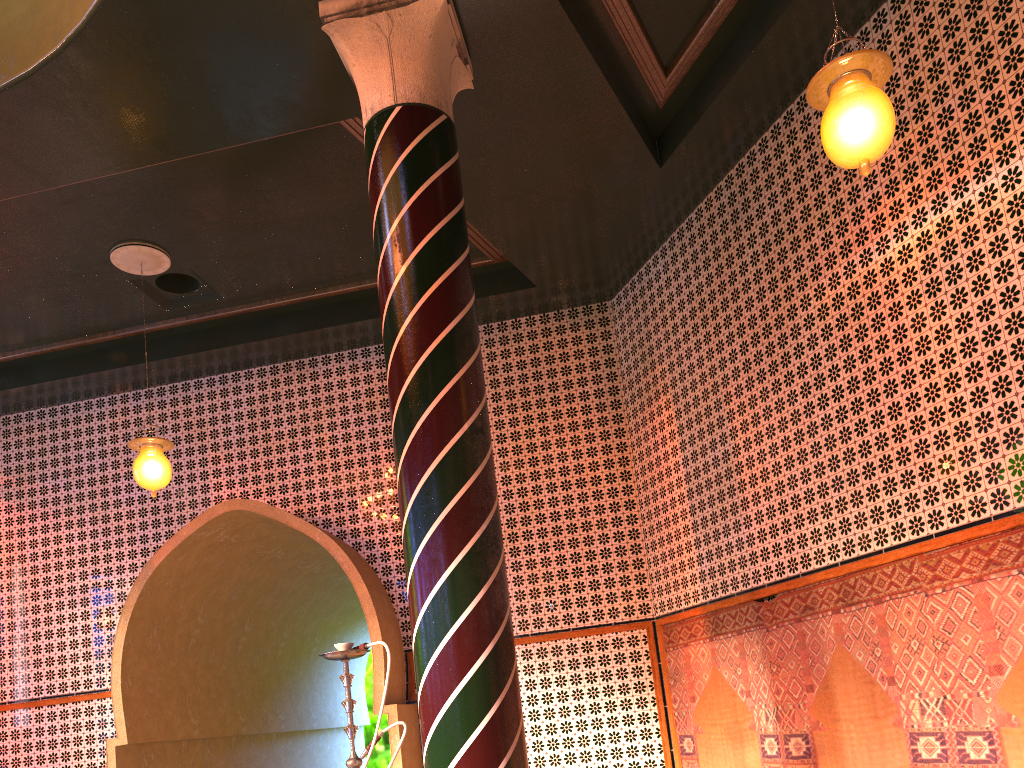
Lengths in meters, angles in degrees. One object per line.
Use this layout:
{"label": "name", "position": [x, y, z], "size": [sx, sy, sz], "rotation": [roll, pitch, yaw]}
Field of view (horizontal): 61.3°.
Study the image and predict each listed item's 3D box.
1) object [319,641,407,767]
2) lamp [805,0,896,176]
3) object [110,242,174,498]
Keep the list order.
{"label": "object", "position": [-0.852, 2.124, 5.028], "size": [0.468, 1.208, 0.307], "rotation": [-10, -10, 16]}
{"label": "lamp", "position": [1.520, -2.071, 4.186], "size": [0.519, 2.234, 0.540], "rotation": [-6, -10, -3]}
{"label": "object", "position": [-3.326, -0.087, 7.863], "size": [0.519, 2.234, 0.540], "rotation": [-6, -10, -3]}
